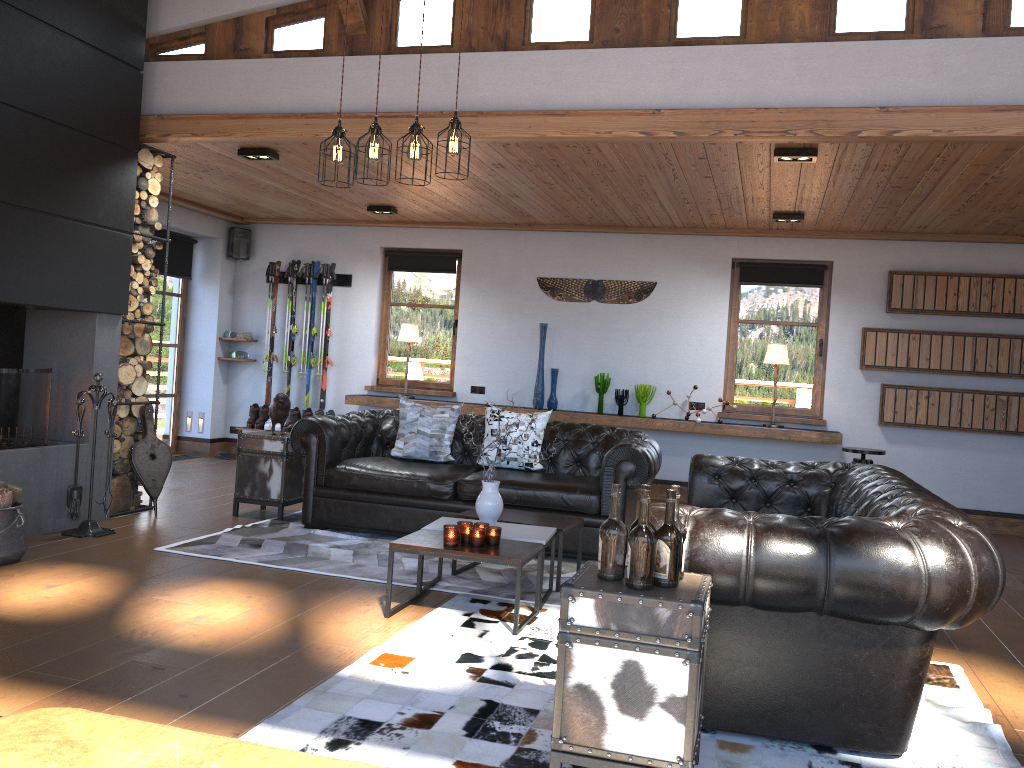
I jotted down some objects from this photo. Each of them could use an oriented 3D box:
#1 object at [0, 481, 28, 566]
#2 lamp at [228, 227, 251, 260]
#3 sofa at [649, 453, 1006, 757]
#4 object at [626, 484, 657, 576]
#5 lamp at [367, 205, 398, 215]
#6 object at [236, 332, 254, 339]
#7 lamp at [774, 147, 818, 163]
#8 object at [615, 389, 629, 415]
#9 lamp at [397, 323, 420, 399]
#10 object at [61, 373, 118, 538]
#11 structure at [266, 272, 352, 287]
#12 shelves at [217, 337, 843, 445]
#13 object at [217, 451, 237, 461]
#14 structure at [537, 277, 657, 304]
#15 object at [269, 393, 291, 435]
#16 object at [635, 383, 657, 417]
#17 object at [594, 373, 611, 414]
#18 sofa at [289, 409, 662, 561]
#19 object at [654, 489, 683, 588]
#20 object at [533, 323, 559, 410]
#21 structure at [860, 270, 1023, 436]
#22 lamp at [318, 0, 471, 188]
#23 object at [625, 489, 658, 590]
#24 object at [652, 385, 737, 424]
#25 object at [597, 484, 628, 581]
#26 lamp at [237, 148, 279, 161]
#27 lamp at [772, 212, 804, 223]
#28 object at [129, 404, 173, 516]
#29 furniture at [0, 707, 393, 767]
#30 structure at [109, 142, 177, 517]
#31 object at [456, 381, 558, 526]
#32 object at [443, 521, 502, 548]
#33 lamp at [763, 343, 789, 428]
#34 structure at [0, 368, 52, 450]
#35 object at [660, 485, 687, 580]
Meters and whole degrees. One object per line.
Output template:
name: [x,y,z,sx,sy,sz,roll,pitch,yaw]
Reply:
object: [-2.807,0.741,4.748,0.379,0.431,0.388,4,1,42]
lamp: [-3.074,-1.577,9.993,0.212,0.349,0.215,4,0,16]
sofa: [1.300,0.813,4.028,1.232,0.838,2.581,4,1,15]
object: [0.401,0.450,2.714,0.088,0.286,0.087,4,0,-7]
lamp: [-1.260,-1.697,8.617,0.259,0.068,0.156,4,1,15]
object: [-2.991,-0.545,9.960,0.159,0.084,0.190,4,1,15]
lamp: [1.772,-1.436,5.541,0.259,0.068,0.156,4,1,15]
object: [1.087,0.181,8.837,0.130,0.260,0.122,4,0,-14]
lamp: [-1.067,0.102,9.583,0.244,1.481,0.637,4,0,19]
object: [-2.637,0.437,5.587,0.311,1.017,0.304,4,0,-29]
structure: [-2.302,-1.171,9.747,1.044,0.135,0.321,4,1,15]
shelves: [-0.103,0.197,9.154,6.603,0.988,0.616,4,1,15]
object: [-2.490,0.841,9.687,1.614,0.065,0.309,4,1,15]
structure: [0.837,-0.946,9.000,1.241,0.240,0.099,4,0,15]
object: [-1.727,0.221,6.599,0.151,0.319,0.245,4,1,-33]
object: [1.306,0.161,8.793,0.184,0.332,0.197,4,1,-25]
object: [0.893,0.094,8.838,0.159,0.410,0.145,4,0,-16]
sofa: [-0.206,0.666,6.441,2.551,0.838,1.246,4,1,15]
object: [0.465,0.456,2.641,0.088,0.286,0.087,4,0,-35]
object: [0.361,-0.172,8.917,0.276,0.862,0.110,4,0,-29]
structure: [4.200,-0.287,8.189,1.842,1.445,0.323,4,0,15]
lamp: [-0.558,-2.131,4.614,0.801,2.201,0.262,4,0,6]
object: [0.383,0.452,2.595,0.086,0.286,0.088,4,0,28]
object: [1.769,0.185,8.586,0.639,0.349,0.527,5,1,43]
object: [0.308,0.445,2.682,0.086,0.286,0.088,4,0,26]
lamp: [-1.864,-1.696,6.520,0.259,0.068,0.156,4,1,15]
lamp: [2.381,-1.437,7.639,0.259,0.068,0.156,4,1,15]
object: [-2.612,0.540,6.394,0.264,0.795,0.267,4,0,-1]
furniture: [-0.215,0.966,1.346,2.743,0.436,1.182,4,1,15]
structure: [-2.875,-0.399,6.380,0.509,2.617,0.505,4,0,16]
object: [-0.072,0.366,4.672,0.614,0.808,0.410,4,0,27]
object: [-0.225,0.728,4.294,0.305,0.081,0.244,3,1,-36]
lamp: [2.495,0.357,8.602,0.245,1.481,0.634,4,0,8]
structure: [-3.086,0.159,5.313,0.182,0.514,0.988,4,1,16]
object: [0.498,0.456,2.740,0.087,0.286,0.087,4,0,-7]
